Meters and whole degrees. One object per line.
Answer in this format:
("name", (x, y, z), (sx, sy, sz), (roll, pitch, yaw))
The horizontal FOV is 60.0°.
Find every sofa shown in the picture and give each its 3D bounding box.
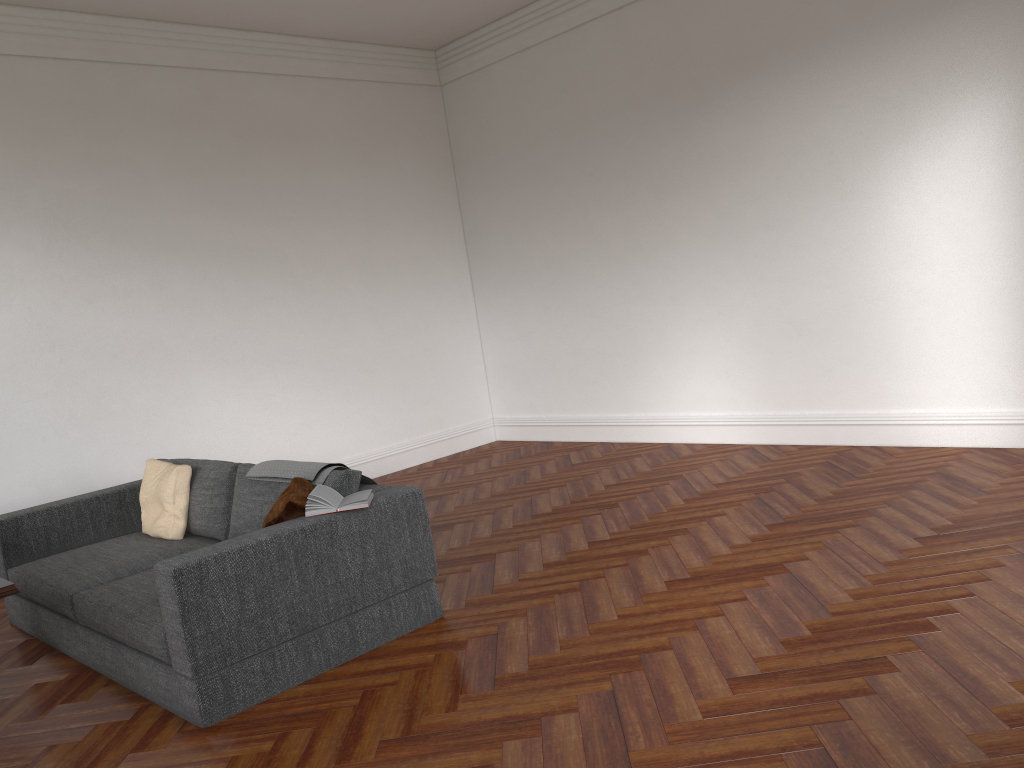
("sofa", (-1.732, 0.912, 4.758), (1.258, 0.831, 2.646), (-14, 8, -43))

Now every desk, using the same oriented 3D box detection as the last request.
("desk", (-2.778, 1.184, 3.553), (1.027, 0.753, 2.227), (-14, 8, -43))

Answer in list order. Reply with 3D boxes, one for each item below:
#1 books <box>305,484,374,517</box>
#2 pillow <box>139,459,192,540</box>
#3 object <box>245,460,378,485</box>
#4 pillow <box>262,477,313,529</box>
("books", (-0.779, 0.504, 3.990), (0.278, 0.096, 0.224), (-9, 6, -2))
("pillow", (-2.077, 0.685, 5.283), (0.225, 0.461, 0.486), (-15, 9, -44))
("object", (-1.010, 0.570, 4.631), (0.399, 0.388, 0.752), (-15, 8, -43))
("pillow", (-1.063, 0.673, 4.106), (0.330, 0.397, 0.469), (-9, 6, -6))
